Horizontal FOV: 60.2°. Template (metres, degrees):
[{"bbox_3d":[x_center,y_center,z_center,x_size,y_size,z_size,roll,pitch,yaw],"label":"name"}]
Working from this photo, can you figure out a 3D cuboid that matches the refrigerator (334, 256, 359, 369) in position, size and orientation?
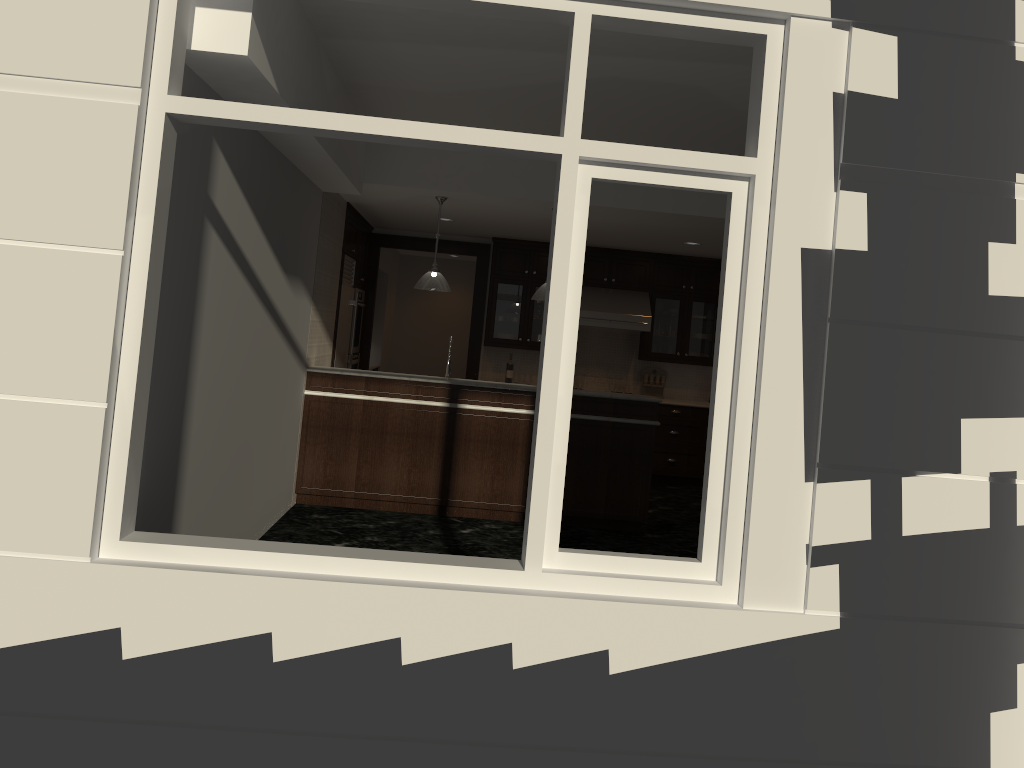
[{"bbox_3d":[-2.000,-0.239,8.830,0.687,2.128,0.888,5,-1,-3],"label":"refrigerator"}]

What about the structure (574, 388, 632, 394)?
[{"bbox_3d":[0.969,0.504,10.074,0.905,0.840,0.718,5,0,-3],"label":"structure"}]

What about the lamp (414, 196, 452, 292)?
[{"bbox_3d":[-0.626,-1.174,7.371,0.318,0.786,0.316,5,-1,11],"label":"lamp"}]

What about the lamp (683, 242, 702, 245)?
[{"bbox_3d":[1.845,-1.498,9.023,0.198,0.137,0.197,6,2,32],"label":"lamp"}]

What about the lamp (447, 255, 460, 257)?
[{"bbox_3d":[-0.869,-1.993,13.310,0.197,0.137,0.198,4,2,-28],"label":"lamp"}]

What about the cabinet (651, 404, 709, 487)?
[{"bbox_3d":[1.287,0.666,9.274,3.365,0.883,2.316,5,3,-3],"label":"cabinet"}]

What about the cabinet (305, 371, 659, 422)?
[{"bbox_3d":[-0.234,0.092,7.214,2.834,0.153,0.293,5,2,-2],"label":"cabinet"}]

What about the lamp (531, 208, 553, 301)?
[{"bbox_3d":[0.353,-1.086,7.413,0.318,0.786,0.316,5,-1,11],"label":"lamp"}]

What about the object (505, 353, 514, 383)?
[{"bbox_3d":[-0.025,-0.165,10.070,0.094,0.379,0.094,5,-2,12],"label":"object"}]

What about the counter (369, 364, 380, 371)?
[{"bbox_3d":[-2.148,-0.228,11.354,0.708,0.032,1.857,5,3,-3],"label":"counter"}]

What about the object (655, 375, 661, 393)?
[{"bbox_3d":[1.705,0.005,10.361,0.061,0.227,0.061,6,-2,-33],"label":"object"}]

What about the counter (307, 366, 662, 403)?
[{"bbox_3d":[-0.215,0.001,7.218,2.852,0.032,0.328,5,3,-2],"label":"counter"}]

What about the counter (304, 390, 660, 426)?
[{"bbox_3d":[-0.256,0.162,7.573,2.866,0.032,1.055,5,3,-2],"label":"counter"}]

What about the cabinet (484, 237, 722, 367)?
[{"bbox_3d":[1.430,-0.862,9.336,3.364,1.259,2.308,5,2,-3],"label":"cabinet"}]

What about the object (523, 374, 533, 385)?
[{"bbox_3d":[0.179,-0.034,10.090,0.112,0.151,0.112,5,0,-10],"label":"object"}]

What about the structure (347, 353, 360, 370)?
[{"bbox_3d":[-2.055,-0.165,9.706,0.665,0.390,0.763,5,2,-3],"label":"structure"}]

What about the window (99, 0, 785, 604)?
[{"bbox_3d":[-0.217,-0.389,3.312,2.309,2.209,0.152,5,-2,-4],"label":"window"}]

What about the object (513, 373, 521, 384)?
[{"bbox_3d":[0.048,-0.050,10.172,0.112,0.151,0.112,5,0,-10],"label":"object"}]

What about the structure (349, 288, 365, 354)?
[{"bbox_3d":[-1.959,-0.716,9.728,0.613,0.703,0.758,5,1,-3],"label":"structure"}]

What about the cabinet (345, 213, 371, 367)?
[{"bbox_3d":[-1.991,-0.510,9.252,0.756,2.429,1.841,5,0,-3],"label":"cabinet"}]

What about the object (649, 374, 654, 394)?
[{"bbox_3d":[1.633,0.004,10.357,0.061,0.238,0.061,6,-2,-33],"label":"object"}]

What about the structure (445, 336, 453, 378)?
[{"bbox_3d":[-0.548,-0.149,7.607,0.051,0.532,0.243,5,-1,-3],"label":"structure"}]

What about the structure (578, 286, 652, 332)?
[{"bbox_3d":[1.096,-0.884,10.152,0.930,0.479,0.639,5,1,-3],"label":"structure"}]

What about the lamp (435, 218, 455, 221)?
[{"bbox_3d":[-0.669,-1.724,8.916,0.197,0.137,0.197,5,1,2],"label":"lamp"}]

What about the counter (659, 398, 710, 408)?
[{"bbox_3d":[1.329,0.210,9.291,3.365,0.032,2.316,5,3,-3],"label":"counter"}]

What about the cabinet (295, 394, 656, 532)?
[{"bbox_3d":[-0.293,0.603,7.561,2.845,0.916,1.026,5,1,-2],"label":"cabinet"}]

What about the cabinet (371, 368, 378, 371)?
[{"bbox_3d":[-1.858,0.191,11.353,0.057,0.747,1.792,5,2,-3],"label":"cabinet"}]

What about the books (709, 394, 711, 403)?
[{"bbox_3d":[2.642,0.096,10.405,0.602,0.312,0.194,5,-1,-3],"label":"books"}]

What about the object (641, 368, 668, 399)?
[{"bbox_3d":[1.670,-0.012,10.369,0.316,0.350,0.110,5,-2,-3],"label":"object"}]

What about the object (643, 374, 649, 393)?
[{"bbox_3d":[1.567,-0.006,10.354,0.061,0.229,0.061,6,-2,-21],"label":"object"}]

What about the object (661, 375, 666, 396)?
[{"bbox_3d":[1.770,0.016,10.364,0.060,0.238,0.061,7,-2,-39],"label":"object"}]
